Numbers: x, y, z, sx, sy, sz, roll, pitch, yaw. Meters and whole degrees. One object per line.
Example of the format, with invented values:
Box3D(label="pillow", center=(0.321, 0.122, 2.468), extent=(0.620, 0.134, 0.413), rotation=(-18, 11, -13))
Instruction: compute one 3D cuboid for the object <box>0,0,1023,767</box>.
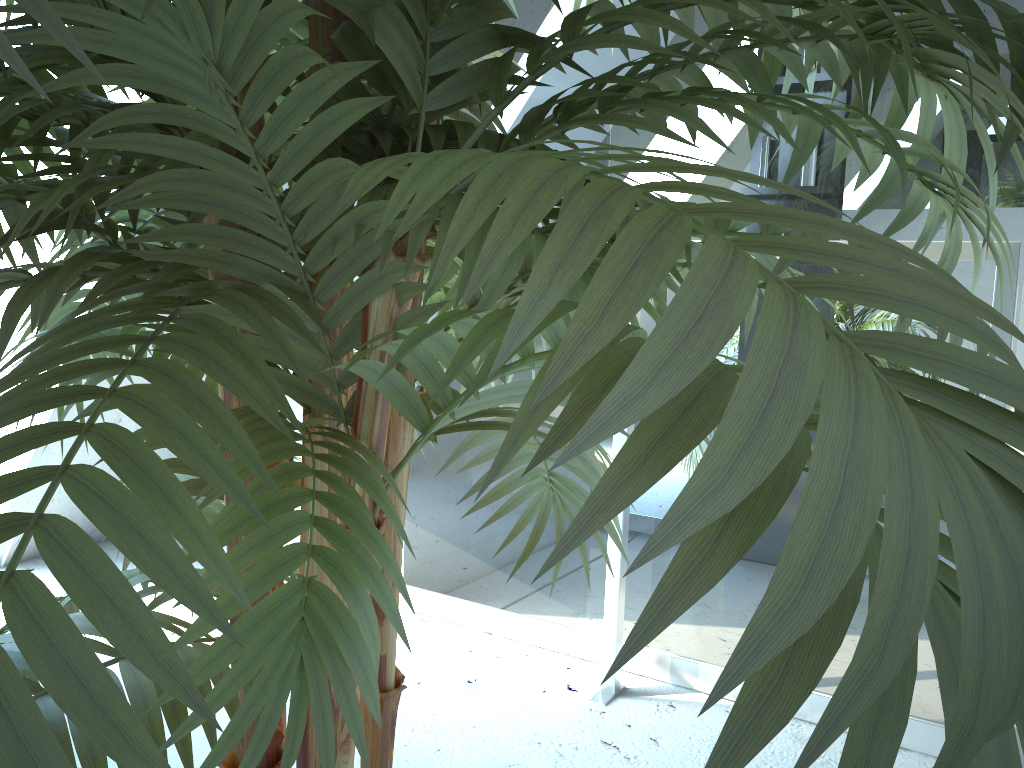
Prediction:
Box3D(label="object", center=(-0.131, -0.324, 0.572), extent=(1.020, 2.034, 0.980), rotation=(1, 6, -10))

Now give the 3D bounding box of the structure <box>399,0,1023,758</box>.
Box3D(label="structure", center=(0.773, -0.465, 1.891), extent=(1.835, 2.114, 1.184), rotation=(6, 7, 31))
